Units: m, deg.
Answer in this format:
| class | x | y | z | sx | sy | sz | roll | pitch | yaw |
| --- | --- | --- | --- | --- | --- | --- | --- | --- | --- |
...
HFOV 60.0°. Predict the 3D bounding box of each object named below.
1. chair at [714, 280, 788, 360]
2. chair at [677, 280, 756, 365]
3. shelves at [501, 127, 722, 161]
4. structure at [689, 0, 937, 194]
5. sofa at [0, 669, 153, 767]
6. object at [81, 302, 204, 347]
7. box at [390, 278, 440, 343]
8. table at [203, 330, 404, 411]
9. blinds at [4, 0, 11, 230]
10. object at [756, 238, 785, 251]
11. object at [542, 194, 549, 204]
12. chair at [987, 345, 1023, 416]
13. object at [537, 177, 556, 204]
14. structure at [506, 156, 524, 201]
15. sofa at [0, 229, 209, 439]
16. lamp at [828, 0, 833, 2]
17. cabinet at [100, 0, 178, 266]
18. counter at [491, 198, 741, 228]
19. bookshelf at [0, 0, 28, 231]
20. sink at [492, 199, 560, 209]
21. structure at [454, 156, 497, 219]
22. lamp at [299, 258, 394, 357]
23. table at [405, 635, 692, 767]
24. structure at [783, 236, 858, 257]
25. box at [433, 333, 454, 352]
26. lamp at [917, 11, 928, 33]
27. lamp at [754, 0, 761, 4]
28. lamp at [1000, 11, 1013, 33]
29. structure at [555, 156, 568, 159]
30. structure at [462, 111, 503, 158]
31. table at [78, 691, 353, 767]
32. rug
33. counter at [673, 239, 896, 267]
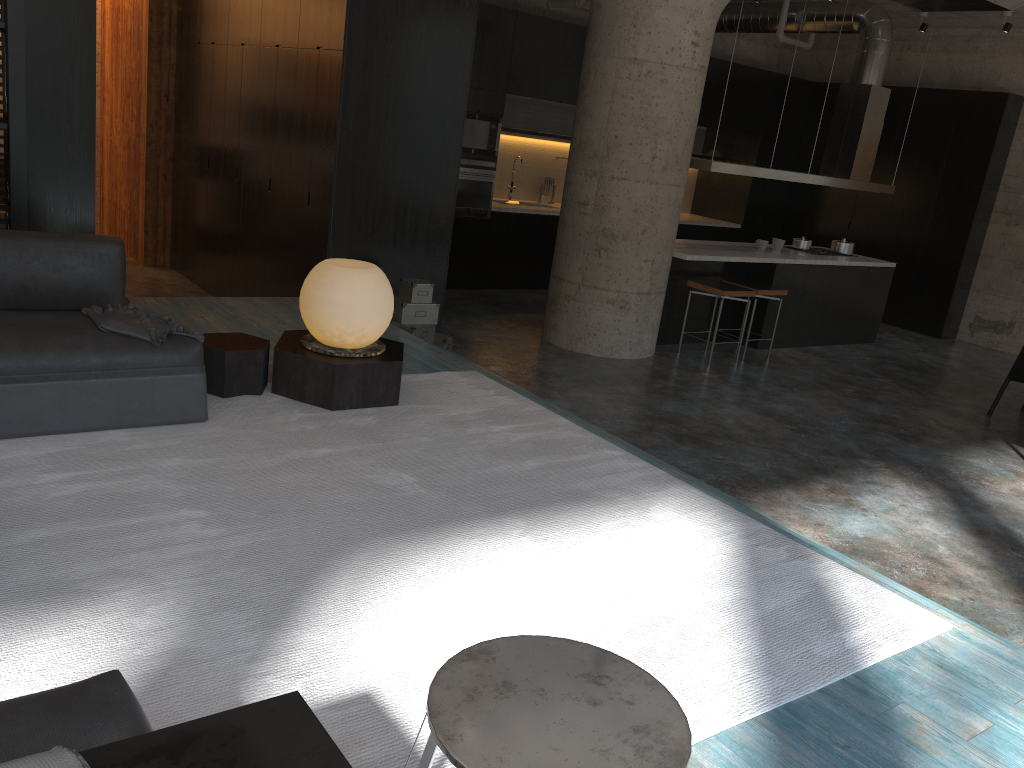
| class | x | y | z | sx | sy | sz | roll | pitch | yaw |
| --- | --- | --- | --- | --- | --- | --- | --- | --- | --- |
| chair | 2.321 | -0.634 | 8.737 | 0.450 | 0.698 | 0.450 | -4 | 20 | -37 |
| chair | 1.914 | -0.586 | 8.377 | 0.450 | 0.698 | 0.450 | -4 | 20 | -37 |
| shelves | 1.163 | -3.174 | 11.654 | 4.362 | 0.043 | 0.403 | -4 | 20 | -37 |
| structure | 3.072 | -3.137 | 9.060 | 3.117 | 2.100 | 0.538 | -4 | 20 | -37 |
| sofa | -1.272 | 0.727 | 0.712 | 2.063 | 0.680 | 1.019 | -4 | 20 | -36 |
| object | -1.578 | -0.226 | 3.811 | 0.429 | 0.185 | 0.433 | -6 | 21 | -40 |
| box | -0.688 | -0.508 | 6.217 | 0.280 | 0.441 | 0.331 | 22 | 21 | 39 |
| table | -1.003 | -0.076 | 4.396 | 1.044 | 0.230 | 0.616 | -4 | 20 | -37 |
| blinds | -4.184 | -1.559 | 4.435 | 2.915 | 3.160 | 0.136 | -4 | 20 | -37 |
| object | 2.794 | -1.515 | 9.585 | 0.437 | 0.133 | 0.188 | -4 | 20 | -36 |
| object | 0.426 | -2.369 | 11.369 | 0.092 | 0.117 | 0.092 | 8 | 16 | 1 |
| chair | 4.713 | 0.016 | 7.617 | 0.707 | 0.738 | 0.754 | -4 | 20 | -37 |
| object | 0.461 | -2.509 | 11.475 | 0.291 | 0.336 | 0.060 | -7 | 22 | -42 |
| structure | 0.071 | -2.532 | 10.959 | 0.125 | 0.559 | 0.269 | -4 | 20 | -37 |
| sofa | -2.378 | -0.252 | 3.513 | 2.063 | 0.680 | 1.019 | -4 | 20 | -36 |
| lamp | 3.332 | -4.140 | 9.296 | 0.145 | 0.236 | 0.107 | 19 | 19 | 33 |
| cabinet | -3.970 | -2.930 | 9.342 | 0.267 | 3.018 | 1.907 | -4 | 20 | -37 |
| counter | 1.206 | -2.216 | 11.693 | 4.360 | 0.142 | 1.000 | -4 | 20 | -37 |
| bookshelf | -3.946 | -1.633 | 4.117 | 2.900 | 2.571 | 0.628 | -4 | 20 | -37 |
| sink | 0.108 | -2.159 | 10.935 | 0.890 | 0.134 | 0.458 | -4 | 20 | -37 |
| structure | -0.621 | -2.235 | 9.918 | 0.664 | 0.651 | 0.649 | -4 | 20 | -37 |
| lamp | -0.820 | -0.393 | 4.407 | 0.462 | 0.417 | 0.462 | 5 | 16 | -10 |
| table | 0.042 | 0.776 | 1.571 | 0.620 | 0.472 | 0.620 | -3 | 20 | -34 |
| structure | 3.549 | -1.610 | 10.177 | 0.833 | 0.187 | 0.506 | -4 | 20 | -37 |
| box | -0.559 | -0.294 | 6.629 | 0.187 | 0.140 | 0.172 | 12 | 17 | 14 |
| lamp | 4.823 | -4.259 | 10.417 | 0.145 | 0.236 | 0.107 | 19 | 19 | 33 |
| lamp | 2.769 | -4.434 | 10.024 | 0.145 | 0.236 | 0.107 | 19 | 19 | 33 |
| lamp | 5.394 | -3.961 | 9.679 | 0.145 | 0.236 | 0.107 | 19 | 19 | 33 |
| structure | 1.019 | -2.844 | 11.892 | 1.171 | 0.315 | 0.074 | -4 | 20 | -37 |
| structure | -0.572 | -2.787 | 9.795 | 0.659 | 0.450 | 0.612 | -4 | 20 | -37 |
| table | -0.455 | 0.812 | 1.370 | 0.413 | 0.390 | 0.420 | -4 | 20 | -37 |
| rug | -2.469 | 0.595 | 1.789 | 7.768 | 0.032 | 2.954 | -4 | 20 | -37 |
| counter | 2.701 | -1.407 | 9.489 | 3.500 | 0.046 | 1.000 | -4 | 20 | -37 |
